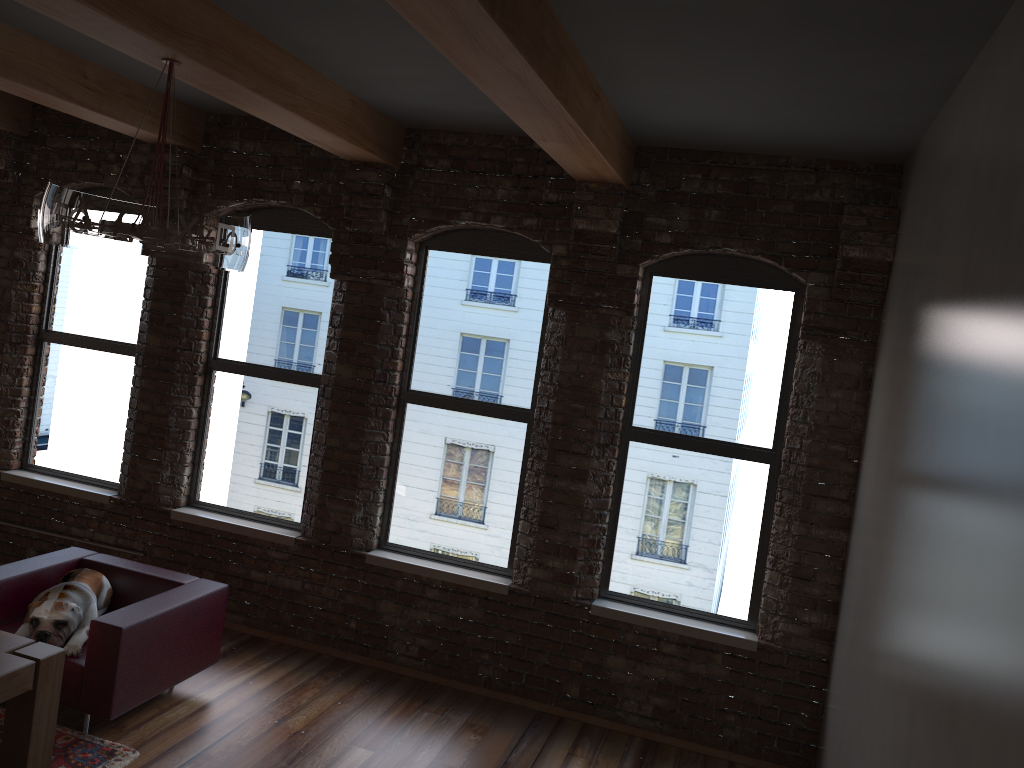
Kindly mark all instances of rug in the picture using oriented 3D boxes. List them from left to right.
[{"bbox_3d":[-2.731,1.672,3.184,1.346,0.009,2.462,9,4,16],"label":"rug"}]

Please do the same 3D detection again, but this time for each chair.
[{"bbox_3d":[-2.250,1.343,4.703,1.072,0.592,0.865,9,3,16],"label":"chair"}]

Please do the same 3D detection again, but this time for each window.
[{"bbox_3d":[-3.085,-0.331,6.406,0.970,2.213,0.235,8,1,16],"label":"window"},{"bbox_3d":[-1.691,-0.111,5.996,0.970,2.213,0.235,8,1,16],"label":"window"},{"bbox_3d":[-0.297,0.108,5.586,0.970,2.213,0.235,8,1,16],"label":"window"},{"bbox_3d":[1.097,0.327,5.175,0.970,2.213,0.235,8,1,16],"label":"window"}]

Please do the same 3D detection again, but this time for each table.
[{"bbox_3d":[-2.688,1.401,3.226,0.902,0.549,1.750,9,3,16],"label":"table"}]

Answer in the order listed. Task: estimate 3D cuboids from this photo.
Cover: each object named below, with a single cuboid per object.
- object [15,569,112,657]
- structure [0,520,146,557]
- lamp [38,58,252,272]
[{"bbox_3d":[-2.321,1.161,4.600,0.364,0.296,0.757,7,3,-12],"label":"object"},{"bbox_3d":[-9.067,0.053,7.986,13.719,0.313,1.634,8,4,9],"label":"structure"},{"bbox_3d":[-1.447,-0.921,3.631,0.807,0.814,0.813,6,3,-33],"label":"lamp"}]
